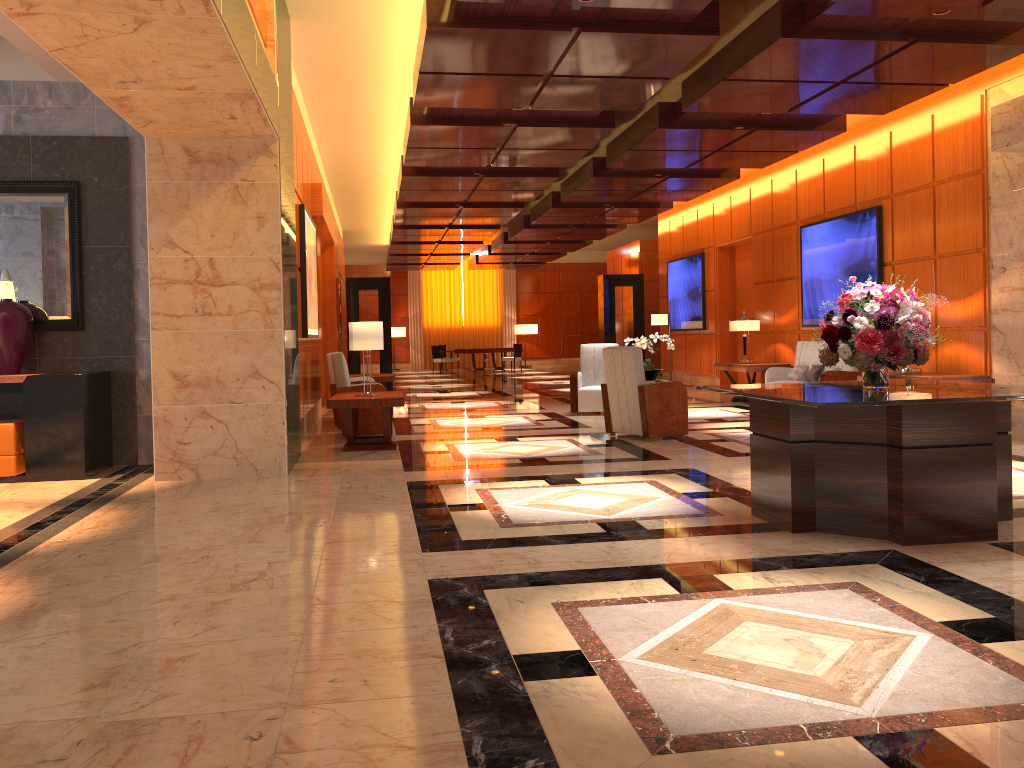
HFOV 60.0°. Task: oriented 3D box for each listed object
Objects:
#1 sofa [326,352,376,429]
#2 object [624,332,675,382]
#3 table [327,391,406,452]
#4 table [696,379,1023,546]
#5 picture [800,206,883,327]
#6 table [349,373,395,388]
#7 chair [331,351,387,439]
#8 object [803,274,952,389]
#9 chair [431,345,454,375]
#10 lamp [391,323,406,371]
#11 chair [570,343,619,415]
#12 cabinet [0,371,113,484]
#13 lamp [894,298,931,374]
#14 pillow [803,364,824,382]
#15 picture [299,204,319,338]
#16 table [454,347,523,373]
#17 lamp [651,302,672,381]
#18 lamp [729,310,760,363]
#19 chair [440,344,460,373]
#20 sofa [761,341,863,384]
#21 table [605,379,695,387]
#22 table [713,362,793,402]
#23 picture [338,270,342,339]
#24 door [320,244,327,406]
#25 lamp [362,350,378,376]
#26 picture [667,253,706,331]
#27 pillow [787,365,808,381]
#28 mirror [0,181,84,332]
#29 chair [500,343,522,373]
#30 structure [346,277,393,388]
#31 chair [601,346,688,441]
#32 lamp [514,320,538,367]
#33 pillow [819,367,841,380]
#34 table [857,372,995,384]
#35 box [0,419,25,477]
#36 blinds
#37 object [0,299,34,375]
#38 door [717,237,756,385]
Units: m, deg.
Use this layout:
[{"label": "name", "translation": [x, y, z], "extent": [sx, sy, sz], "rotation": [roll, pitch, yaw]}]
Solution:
[{"label": "sofa", "translation": [-2.088, 0.040, 11.700], "extent": [0.612, 0.931, 1.800], "rotation": [-2, 3, -8]}, {"label": "object", "translation": [1.683, -0.331, 10.951], "extent": [0.789, 0.617, 0.417], "rotation": [-3, 2, -31]}, {"label": "table", "translation": [-1.441, 0.378, 8.967], "extent": [0.725, 0.534, 1.169], "rotation": [-2, 3, -6]}, {"label": "table", "translation": [2.119, 0.398, 5.109], "extent": [1.600, 0.744, 1.602], "rotation": [-2, 3, -9]}, {"label": "picture", "translation": [4.329, -1.490, 11.751], "extent": [0.056, 1.451, 1.998], "rotation": [-1, 2, -9]}, {"label": "table", "translation": [-2.208, 0.131, 13.918], "extent": [0.725, 0.534, 1.169], "rotation": [-2, 3, -6]}, {"label": "chair", "translation": [-1.729, 0.103, 10.120], "extent": [0.628, 0.960, 0.738], "rotation": [-2, 2, -10]}, {"label": "object", "translation": [2.099, -0.305, 5.118], "extent": [0.650, 0.658, 0.680], "rotation": [-2, 2, -18]}, {"label": "chair", "translation": [-2.150, -0.745, 26.974], "extent": [0.576, 0.893, 0.585], "rotation": [0, 2, 29]}, {"label": "lamp", "translation": [-4.080, -1.286, 30.725], "extent": [0.810, 1.660, 0.811], "rotation": [-1, 1, 31]}, {"label": "chair", "translation": [1.200, -0.078, 12.271], "extent": [0.737, 0.960, 0.629], "rotation": [-1, 1, 10]}, {"label": "cabinet", "translation": [-4.637, 0.367, 7.451], "extent": [2.190, 0.867, 0.784], "rotation": [-2, 2, -9]}, {"label": "lamp", "translation": [4.165, -0.510, 9.337], "extent": [0.458, 0.809, 0.459], "rotation": [-1, 1, 0]}, {"label": "pillow", "translation": [4.011, -0.139, 11.744], "extent": [0.160, 0.252, 0.358], "rotation": [-2, 2, -12]}, {"label": "picture", "translation": [-2.417, -1.276, 10.609], "extent": [0.056, 1.451, 1.998], "rotation": [-1, 2, -9]}, {"label": "table", "translation": [-0.700, -0.737, 27.365], "extent": [2.109, 0.741, 0.784], "rotation": [-3, 3, -38]}, {"label": "lamp", "translation": [2.798, -0.659, 16.082], "extent": [0.527, 1.660, 0.360], "rotation": [-2, 1, -19]}, {"label": "lamp", "translation": [3.528, -0.723, 13.442], "extent": [0.458, 0.793, 0.459], "rotation": [0, 2, 43]}, {"label": "chair", "translation": [-2.019, -0.815, 28.226], "extent": [0.576, 0.893, 0.585], "rotation": [-1, 2, 19]}, {"label": "sofa", "translation": [3.947, -0.098, 11.714], "extent": [0.612, 0.931, 1.800], "rotation": [-2, 3, -8]}, {"label": "table", "translation": [1.658, 0.232, 10.833], "extent": [0.722, 0.495, 1.561], "rotation": [-2, 3, -6]}, {"label": "table", "translation": [3.623, -0.007, 13.396], "extent": [0.725, 0.606, 1.271], "rotation": [-2, 3, -8]}, {"label": "picture", "translation": [-3.682, -1.684, 18.773], "extent": [0.056, 1.451, 1.998], "rotation": [-1, 2, -9]}, {"label": "door", "translation": [-3.216, -0.919, 14.211], "extent": [0.340, 2.649, 1.501], "rotation": [-1, 1, -9]}, {"label": "lamp", "translation": [2.594, -0.386, 9.663], "extent": [12.998, 0.734, 0.335], "rotation": [1, 3, 41]}, {"label": "picture", "translation": [3.431, -1.779, 17.542], "extent": [0.056, 1.451, 1.998], "rotation": [-1, 2, -9]}, {"label": "pillow", "translation": [3.917, -0.151, 12.169], "extent": [0.195, 0.227, 0.344], "rotation": [-1, 2, -4]}, {"label": "mirror", "translation": [-4.727, -1.117, 7.793], "extent": [1.767, 1.337, 0.029], "rotation": [-2, 1, -9]}, {"label": "chair", "translation": [0.017, -0.777, 26.643], "extent": [0.576, 0.893, 0.585], "rotation": [0, 2, 34]}, {"label": "structure", "translation": [-3.239, -1.158, 20.131], "extent": [0.985, 2.496, 0.500], "rotation": [-1, 1, -9]}, {"label": "chair", "translation": [1.362, 0.078, 9.278], "extent": [0.629, 0.960, 0.738], "rotation": [-2, 2, -30]}, {"label": "lamp", "translation": [0.509, -1.428, 31.435], "extent": [0.810, 1.660, 0.811], "rotation": [-1, 1, 31]}, {"label": "pillow", "translation": [4.045, -0.102, 11.297], "extent": [0.202, 0.229, 0.273], "rotation": [-1, 2, -6]}, {"label": "table", "translation": [4.270, 0.201, 9.223], "extent": [0.725, 0.606, 1.271], "rotation": [-2, 3, -8]}, {"label": "box", "translation": [-4.611, 0.537, 7.309], "extent": [1.132, 0.427, 0.490], "rotation": [-2, 2, -9]}, {"label": "blinds", "translation": [-1.766, -2.599, 31.710], "extent": [3.853, 4.062, 0.149], "rotation": [-2, 1, -9]}, {"label": "object", "translation": [-4.584, -0.402, 7.578], "extent": [0.862, 0.651, 0.520], "rotation": [-2, 2, -10]}, {"label": "door", "translation": [4.036, -1.144, 15.352], "extent": [0.340, 2.649, 1.539], "rotation": [-1, 1, -9]}]
